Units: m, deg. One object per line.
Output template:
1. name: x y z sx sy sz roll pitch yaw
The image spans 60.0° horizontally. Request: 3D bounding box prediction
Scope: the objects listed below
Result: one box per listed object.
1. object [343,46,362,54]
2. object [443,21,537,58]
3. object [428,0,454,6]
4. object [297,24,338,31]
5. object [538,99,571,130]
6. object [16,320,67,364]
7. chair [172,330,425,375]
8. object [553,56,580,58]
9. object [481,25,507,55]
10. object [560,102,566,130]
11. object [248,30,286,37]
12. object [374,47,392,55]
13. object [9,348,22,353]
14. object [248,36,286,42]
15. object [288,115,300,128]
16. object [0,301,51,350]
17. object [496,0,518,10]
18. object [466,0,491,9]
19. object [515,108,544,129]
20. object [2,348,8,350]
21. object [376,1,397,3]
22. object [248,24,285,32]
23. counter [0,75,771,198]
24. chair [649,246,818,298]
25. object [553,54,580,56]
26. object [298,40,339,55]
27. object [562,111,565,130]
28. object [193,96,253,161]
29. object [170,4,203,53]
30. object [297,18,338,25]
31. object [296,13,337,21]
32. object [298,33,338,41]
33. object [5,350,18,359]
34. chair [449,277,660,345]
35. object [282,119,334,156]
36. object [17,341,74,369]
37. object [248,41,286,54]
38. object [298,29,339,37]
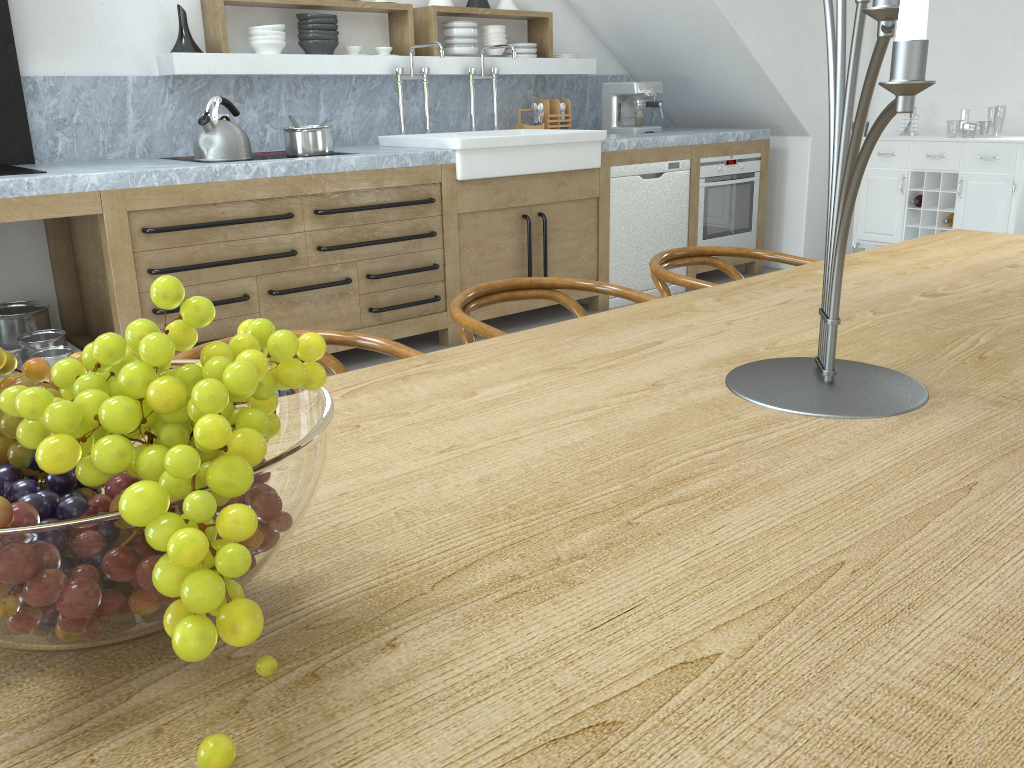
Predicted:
1. object: -0.847 -1.770 4.719 0.099 0.048 0.099 -17 23 -40
2. object: -0.121 -2.032 5.257 0.659 0.194 0.198 -16 22 -38
3. object: -0.404 -2.251 4.973 0.156 0.266 0.157 12 21 37
4. object: -0.995 -1.802 4.550 0.206 0.072 0.207 12 22 36
5. object: 0.272 -1.706 5.660 0.201 0.221 0.104 -15 21 -38
6. object: -1.900 -0.170 3.618 0.182 0.132 0.311 -6 18 -15
7. chair: -0.369 0.314 1.725 0.529 0.729 0.624 -16 23 -41
8. object: 0.329 -2.077 5.655 0.214 0.025 0.214 12 22 36
9. object: -0.105 -2.029 5.239 0.158 0.159 0.155 -5 17 -11
10. object: 0.323 -1.697 5.654 0.040 0.191 0.042 2 17 10
11. object: -1.211 -1.708 4.386 0.181 0.068 0.182 -8 19 -21
12. object: -0.700 -1.811 4.837 0.099 0.048 0.099 -17 23 -40
13. object: -2.018 -0.095 3.403 0.248 0.045 0.041 -16 22 -39
14. object: -1.212 -1.685 4.391 0.181 0.065 0.182 -2 18 -2
15. object: -0.979 -1.164 4.117 0.051 0.165 0.237 -17 23 -42
16. object: -2.234 -0.261 3.830 0.455 0.195 0.270 -3 17 -5
17. object: -0.035 -2.334 5.283 0.156 0.217 0.157 9 20 30
18. object: -0.201 -2.307 5.132 0.156 0.266 0.157 -13 20 -34
19. object: 0.110 -1.631 5.522 0.173 0.170 0.100 -14 21 -36
20. object: -2.060 -0.109 3.463 0.170 0.035 0.061 -16 22 -38
21. object: -0.701 -2.046 4.773 0.164 0.012 0.165 -8 19 -21
22. object: -1.210 -1.736 4.379 0.181 0.075 0.182 -2 18 -2
23. counter: -1.016 -1.343 4.186 6.599 0.615 0.966 -16 22 -38
24. chair: 0.709 -0.009 2.653 0.529 0.729 0.624 -17 23 -41
25. object: 0.329 -2.085 5.653 0.214 0.025 0.214 12 22 36
26. object: -0.995 -1.729 4.570 0.206 0.072 0.207 12 22 36
27. object: 0.328 -1.699 5.670 0.018 0.194 0.020 -6 17 -17
28. object: -1.261 -1.106 3.832 0.247 0.265 0.247 -11 19 -28
29. object: -1.533 -1.657 4.143 0.156 0.217 0.157 9 20 30
30. object: -0.995 -1.827 4.548 0.205 0.083 0.207 -5 18 -12
31. object: -0.998 -1.854 4.541 0.206 0.079 0.206 -14 22 -35
32. object: -0.996 -1.754 4.563 0.205 0.085 0.207 -2 18 -2
33. object: -2.139 -0.099 3.435 0.509 0.052 0.265 8 20 26
34. chair: 0.149 0.144 2.216 0.529 0.729 0.624 -13 21 -35
35. object: -0.896 -1.149 4.149 0.232 0.169 0.397 8 20 29
36. object: -1.783 -0.099 3.416 0.154 0.112 0.262 -15 22 -38
37. object: -1.211 -1.664 4.398 0.181 0.063 0.182 -7 18 -16
38. object: -0.990 -1.780 4.552 0.205 0.086 0.207 0 18 3
